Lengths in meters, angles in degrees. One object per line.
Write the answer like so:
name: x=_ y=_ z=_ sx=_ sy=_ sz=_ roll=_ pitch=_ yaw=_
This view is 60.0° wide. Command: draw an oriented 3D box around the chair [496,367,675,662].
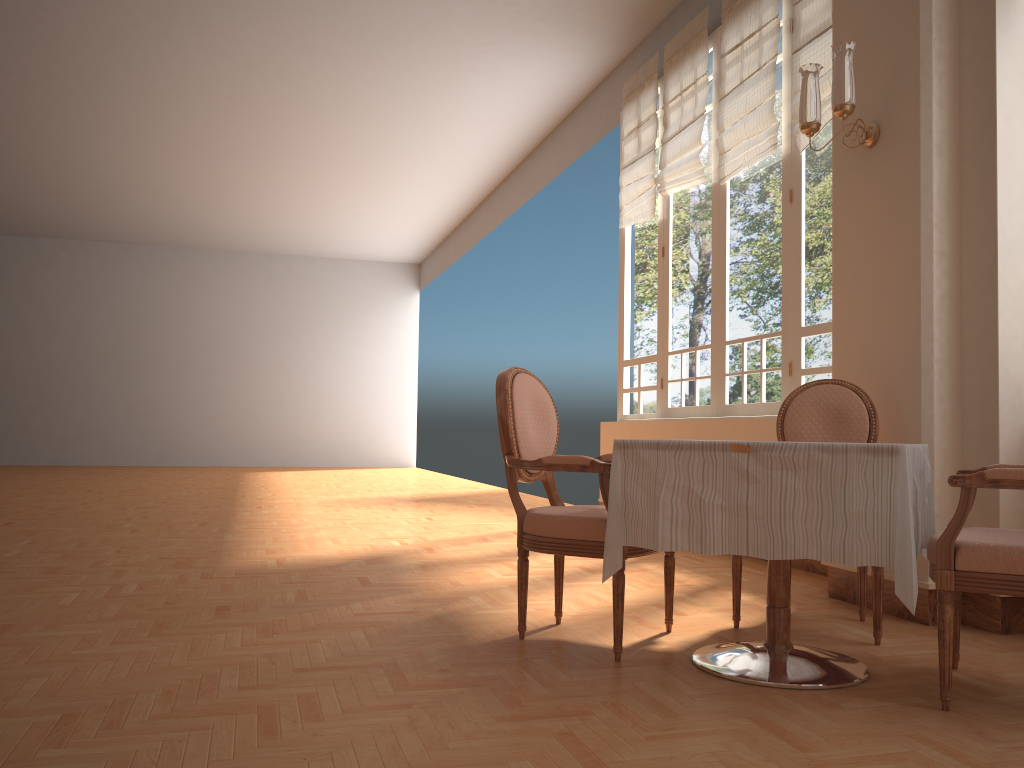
chair: x=0.236 y=0.399 z=3.055 sx=0.593 sy=0.931 sz=0.521 roll=-1 pitch=-3 yaw=29

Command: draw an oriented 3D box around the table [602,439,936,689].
table: x=0.814 y=0.515 z=2.704 sx=0.829 sy=0.676 sz=0.831 roll=-1 pitch=-3 yaw=29

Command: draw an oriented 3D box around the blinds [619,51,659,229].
blinds: x=1.008 y=-1.897 z=7.105 sx=0.038 sy=1.292 sz=0.689 roll=2 pitch=-3 yaw=-16

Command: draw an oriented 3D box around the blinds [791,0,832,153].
blinds: x=1.706 y=-1.978 z=4.706 sx=0.072 sy=1.375 sz=0.699 roll=2 pitch=-3 yaw=-15

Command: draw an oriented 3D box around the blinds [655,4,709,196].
blinds: x=1.215 y=-1.965 z=6.345 sx=0.085 sy=1.235 sz=0.699 roll=2 pitch=-3 yaw=-16

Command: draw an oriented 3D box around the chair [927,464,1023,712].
chair: x=1.443 y=0.381 z=2.383 sx=0.593 sy=0.931 sz=0.521 roll=-1 pitch=-3 yaw=29

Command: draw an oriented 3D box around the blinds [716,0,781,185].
blinds: x=1.459 y=-1.974 z=5.525 sx=0.054 sy=1.300 sz=0.689 roll=2 pitch=-3 yaw=-16

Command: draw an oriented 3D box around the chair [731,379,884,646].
chair: x=1.142 y=0.429 z=3.325 sx=0.521 sy=0.931 sz=0.593 roll=-1 pitch=-3 yaw=29

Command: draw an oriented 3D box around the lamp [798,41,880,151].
lamp: x=1.366 y=-1.159 z=3.650 sx=0.274 sy=0.362 sz=0.320 roll=2 pitch=-3 yaw=-16
